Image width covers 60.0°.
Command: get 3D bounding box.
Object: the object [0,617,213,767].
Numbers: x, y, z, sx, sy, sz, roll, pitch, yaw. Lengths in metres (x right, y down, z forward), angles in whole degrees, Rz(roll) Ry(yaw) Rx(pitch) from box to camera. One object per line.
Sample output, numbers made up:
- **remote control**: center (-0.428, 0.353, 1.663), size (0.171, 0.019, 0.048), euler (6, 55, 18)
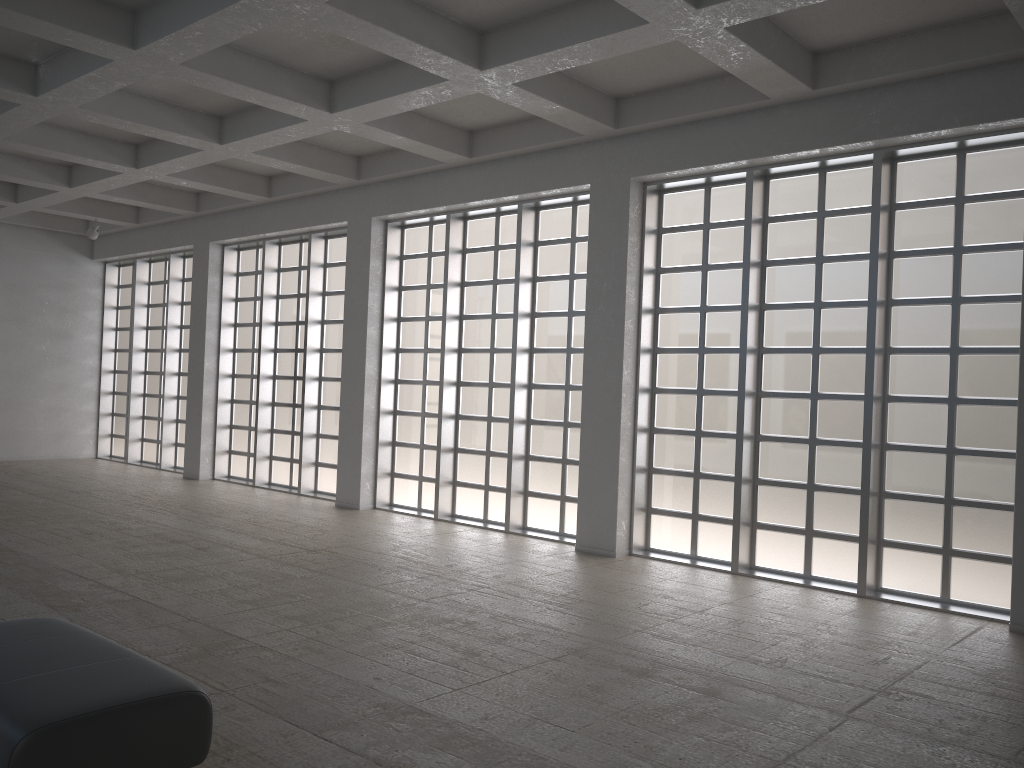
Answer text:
- **object**: center (-4.111, 2.768, 7.729), size (3.044, 0.828, 1.616), euler (2, -1, 41)
